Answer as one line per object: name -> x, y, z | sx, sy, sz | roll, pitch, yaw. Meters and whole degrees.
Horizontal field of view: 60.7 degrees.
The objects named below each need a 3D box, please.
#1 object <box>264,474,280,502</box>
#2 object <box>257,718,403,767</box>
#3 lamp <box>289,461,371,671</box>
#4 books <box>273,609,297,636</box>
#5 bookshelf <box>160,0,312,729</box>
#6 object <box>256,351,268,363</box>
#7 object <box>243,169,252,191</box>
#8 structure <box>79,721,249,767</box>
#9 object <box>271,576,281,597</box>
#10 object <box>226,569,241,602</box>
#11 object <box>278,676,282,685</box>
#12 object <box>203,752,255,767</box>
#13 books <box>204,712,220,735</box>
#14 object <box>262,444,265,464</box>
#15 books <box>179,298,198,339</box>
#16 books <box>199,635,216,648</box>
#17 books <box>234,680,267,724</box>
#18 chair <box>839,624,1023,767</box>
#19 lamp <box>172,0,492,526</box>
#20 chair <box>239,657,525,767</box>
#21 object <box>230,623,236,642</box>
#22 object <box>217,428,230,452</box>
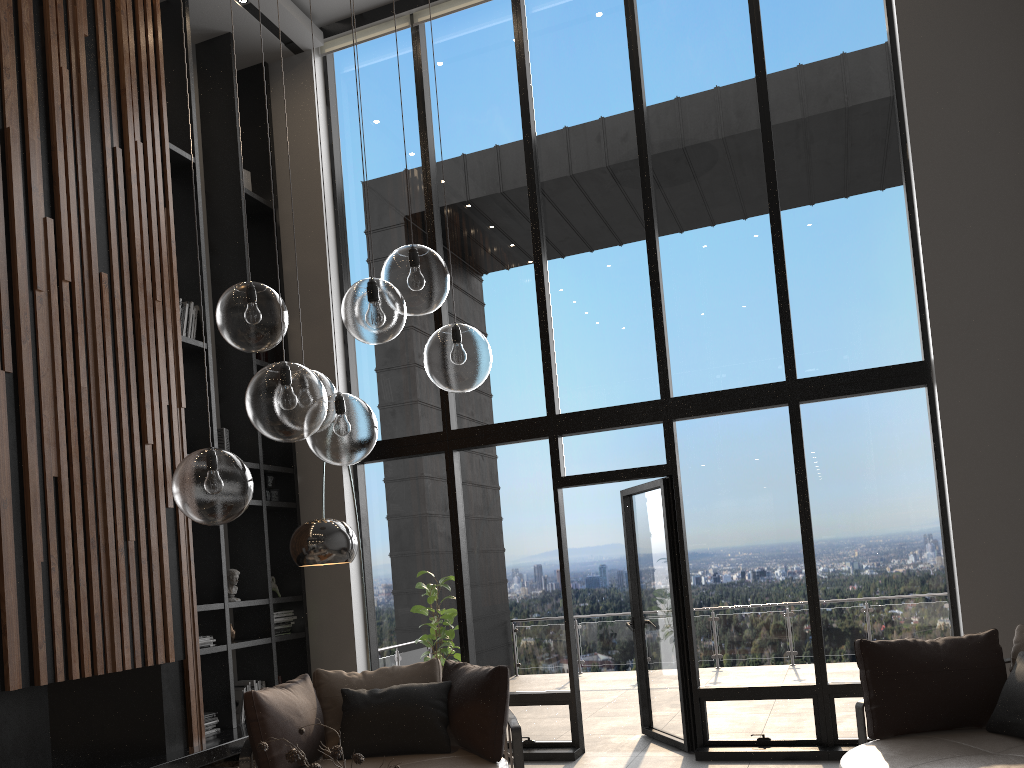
object -> -1.917, 0.829, 6.918 | 0.059, 0.230, 0.190 | -6, -7, 22
object -> -0.603, 1.403, 2.866 | 0.541, 0.596, 0.322 | -4, -5, -9
lamp -> -0.907, 1.372, 5.013 | 0.320, 2.302, 2.068 | -5, -7, -4
books -> -1.883, 1.874, 6.856 | 0.219, 0.187, 0.378 | -8, -11, 20
bookshelf -> -2.217, -0.152, 6.507 | 0.340, 5.250, 1.466 | -6, -4, 20
object -> -2.024, -0.237, 7.048 | 0.102, 0.227, 0.102 | -5, -4, 5
object -> -2.179, -1.593, 7.058 | 0.084, 0.257, 0.135 | -7, -5, 30
structure -> -2.721, 2.231, 3.937 | 0.671, 0.451, 6.615 | -8, -12, 19
object -> -1.940, 1.552, 6.895 | 0.131, 0.277, 0.255 | -6, -7, 12
object -> -2.071, 1.481, 6.429 | 0.138, 0.241, 0.139 | -2, -6, -29
object -> -1.809, 2.402, 6.793 | 0.082, 0.263, 0.081 | -8, -5, 41
object -> -2.136, 2.472, 4.988 | 0.438, 0.384, 4.088 | -8, -12, 20
books -> -2.174, 2.314, 5.925 | 0.220, 0.125, 0.342 | -8, -11, 19
object -> -2.023, 0.566, 6.923 | 0.141, 0.215, 0.142 | -6, -6, 11
books -> -2.372, -0.442, 6.092 | 0.187, 0.295, 0.371 | -7, -9, 20
books -> -2.197, 1.762, 5.945 | 0.220, 0.077, 0.327 | -9, -12, 19
books -> -1.974, 2.333, 6.451 | 0.175, 0.283, 0.336 | -7, -8, 20
chair -> 2.231, 1.603, 3.956 | 1.463, 0.887, 1.490 | -12, -12, 36
lamp -> -0.739, -2.016, 2.989 | 1.237, 4.936, 1.238 | -6, -4, 17
chair -> -0.692, 2.017, 4.754 | 1.447, 0.887, 1.506 | 4, -13, -43
object -> -2.069, 1.819, 6.414 | 0.100, 0.141, 0.104 | -1, -7, -32
object -> -2.158, 0.464, 6.486 | 0.104, 0.256, 0.105 | -5, -4, 0
